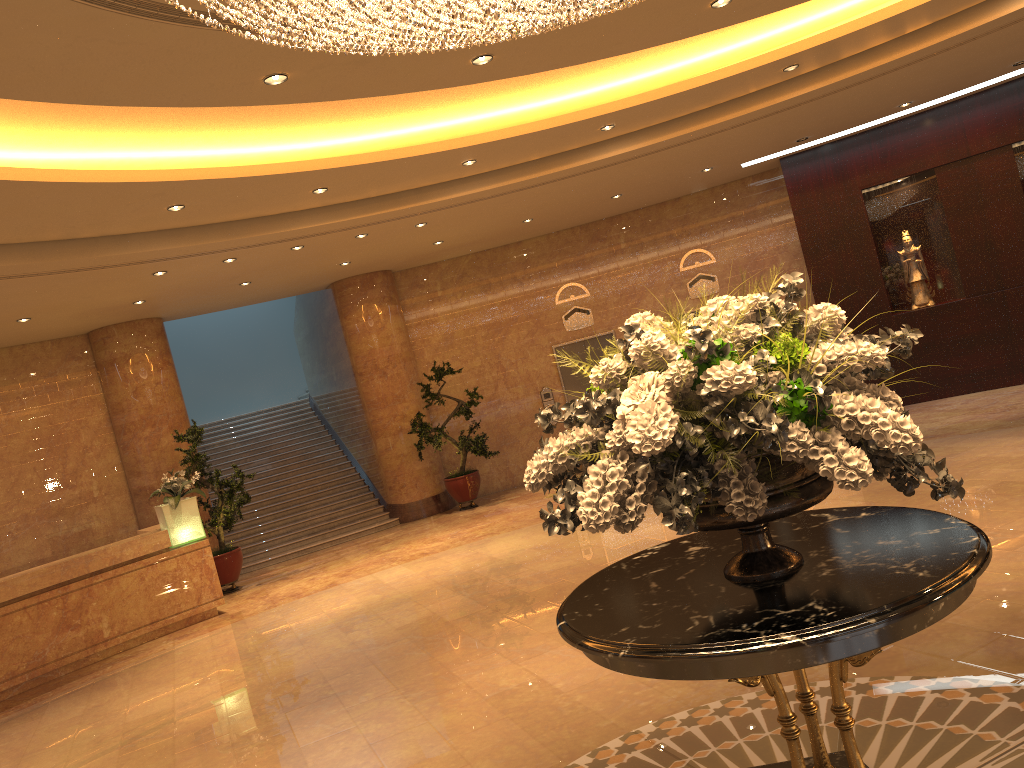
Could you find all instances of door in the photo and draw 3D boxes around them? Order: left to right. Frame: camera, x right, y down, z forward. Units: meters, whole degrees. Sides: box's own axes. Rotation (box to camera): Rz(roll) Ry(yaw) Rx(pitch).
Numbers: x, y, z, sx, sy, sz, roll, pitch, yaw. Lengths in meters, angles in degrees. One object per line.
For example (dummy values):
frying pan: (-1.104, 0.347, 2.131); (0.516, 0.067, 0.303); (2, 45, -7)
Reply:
door: (1.455, 0.267, 14.933); (1.070, 2.145, 0.150); (-14, 1, 4)
door: (3.491, -0.248, 14.609); (1.070, 2.149, 0.150); (-14, 1, 14)

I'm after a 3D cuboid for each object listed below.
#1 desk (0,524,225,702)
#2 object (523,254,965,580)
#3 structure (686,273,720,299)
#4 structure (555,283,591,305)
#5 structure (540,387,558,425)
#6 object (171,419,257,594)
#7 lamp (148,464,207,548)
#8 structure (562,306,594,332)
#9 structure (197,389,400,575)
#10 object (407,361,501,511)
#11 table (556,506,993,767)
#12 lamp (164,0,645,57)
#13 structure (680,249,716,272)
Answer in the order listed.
desk: (-6.363, 2.993, 5.387); (3.466, 1.155, 12.951); (-14, 1, 13)
object: (0.728, 0.168, 3.120); (1.318, 0.999, 1.277); (-14, 1, 9)
structure: (3.125, -1.627, 14.531); (0.504, 0.405, 0.012); (-14, 1, 14)
structure: (0.988, -1.545, 14.852); (0.600, 0.293, 0.010); (-14, 1, 3)
structure: (0.632, 0.371, 14.892); (0.200, 0.661, 0.053); (-14, 1, 0)
object: (-4.022, 1.626, 12.032); (0.843, 2.363, 1.250); (-15, 2, -41)
lamp: (-3.948, 1.435, 10.589); (0.606, 0.897, 0.532); (-16, 2, -42)
structure: (1.100, -1.113, 14.863); (0.504, 0.405, 0.012); (-14, 1, 3)
structure: (-4.862, 0.090, 16.689); (9.849, 5.560, 7.472); (-15, 1, -21)
object: (-0.927, 0.793, 13.751); (1.250, 2.363, 0.843); (-14, 1, 0)
table: (1.009, 1.172, 3.170); (1.493, 1.089, 1.493); (-15, 1, -28)
lamp: (0.167, -2.008, 3.155); (3.204, 1.196, 3.206); (-14, 1, 16)
structure: (3.012, -2.060, 14.520); (0.600, 0.293, 0.010); (-14, 1, 14)
